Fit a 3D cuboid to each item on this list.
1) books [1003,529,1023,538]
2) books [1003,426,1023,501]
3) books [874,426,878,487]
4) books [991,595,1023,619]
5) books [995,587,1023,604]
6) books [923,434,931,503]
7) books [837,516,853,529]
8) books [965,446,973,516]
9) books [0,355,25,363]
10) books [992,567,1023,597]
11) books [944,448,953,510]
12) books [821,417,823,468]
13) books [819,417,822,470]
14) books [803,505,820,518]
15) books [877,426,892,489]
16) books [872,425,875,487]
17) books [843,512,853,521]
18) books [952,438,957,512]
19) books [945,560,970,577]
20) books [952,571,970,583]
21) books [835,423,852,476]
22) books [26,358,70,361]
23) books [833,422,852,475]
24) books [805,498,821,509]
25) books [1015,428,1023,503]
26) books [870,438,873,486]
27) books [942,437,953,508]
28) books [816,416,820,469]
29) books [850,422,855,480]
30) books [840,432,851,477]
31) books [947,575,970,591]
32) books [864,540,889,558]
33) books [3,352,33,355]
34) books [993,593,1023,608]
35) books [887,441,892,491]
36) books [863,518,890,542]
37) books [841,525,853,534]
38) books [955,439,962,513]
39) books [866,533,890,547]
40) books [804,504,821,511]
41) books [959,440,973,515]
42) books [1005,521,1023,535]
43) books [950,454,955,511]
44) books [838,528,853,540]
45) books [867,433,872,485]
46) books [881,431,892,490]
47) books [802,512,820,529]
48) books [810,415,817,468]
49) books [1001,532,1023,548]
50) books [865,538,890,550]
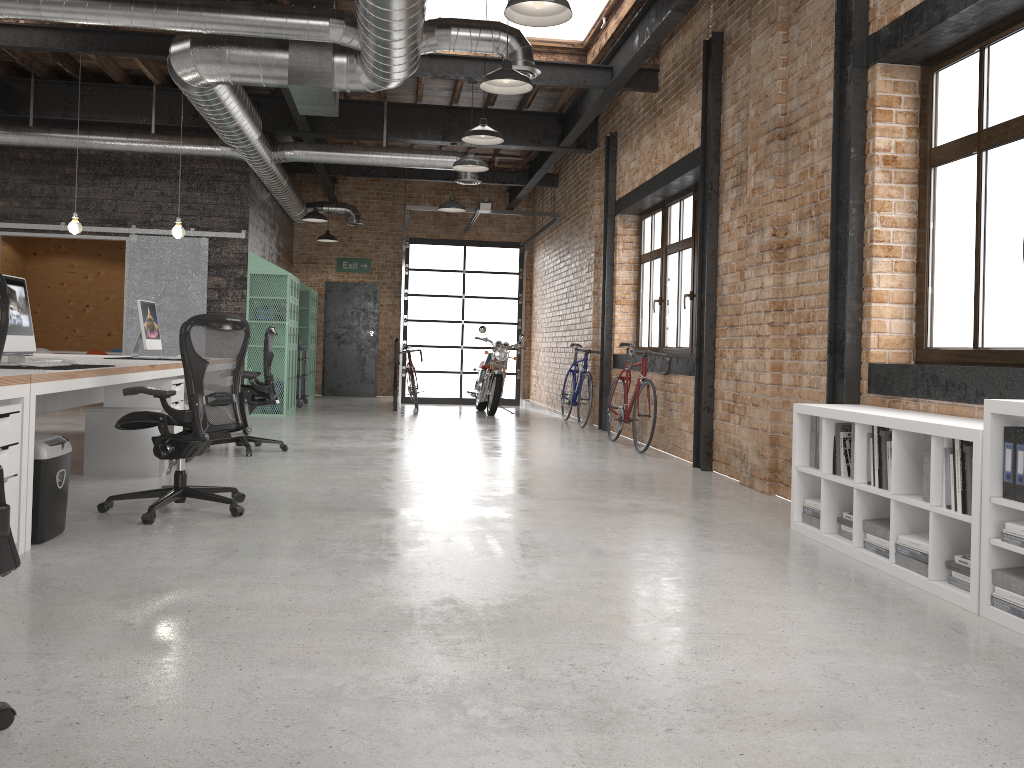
[{"bbox_3d":[1.887,0.523,3.063,0.219,0.034,0.260,1,2,-8],"label":"books"},{"bbox_3d":[1.911,0.289,3.222,0.232,0.261,0.062,2,-1,-8],"label":"books"},{"bbox_3d":[1.811,0.321,4.099,0.259,0.353,0.070,2,-1,-3],"label":"books"},{"bbox_3d":[1.869,0.788,3.115,0.207,0.061,0.274,1,2,-8],"label":"books"},{"bbox_3d":[1.874,0.744,3.103,0.214,0.046,0.251,1,2,-8],"label":"books"},{"bbox_3d":[1.862,0.338,3.702,0.259,0.351,0.065,2,-1,-3],"label":"books"},{"bbox_3d":[1.769,0.684,4.350,0.222,0.055,0.282,1,2,-7],"label":"books"},{"bbox_3d":[1.864,0.384,3.414,0.221,0.283,0.061,2,-1,-3],"label":"books"},{"bbox_3d":[-3.097,-0.152,5.349,0.200,0.050,0.272,1,2,-10],"label":"books"},{"bbox_3d":[1.877,0.707,3.122,0.217,0.078,0.291,1,2,-8],"label":"books"},{"bbox_3d":[1.830,0.388,3.545,0.182,0.262,0.056,2,-1,-3],"label":"books"},{"bbox_3d":[1.754,0.322,4.643,0.259,0.305,0.040,2,-1,-3],"label":"books"},{"bbox_3d":[1.752,0.316,4.665,0.265,0.315,0.025,2,-1,-3],"label":"books"},{"bbox_3d":[1.686,0.668,4.646,0.207,0.067,0.275,1,2,-8],"label":"books"},{"bbox_3d":[1.815,0.321,4.069,0.271,0.354,0.063,2,-1,-3],"label":"books"},{"bbox_3d":[1.806,0.318,4.122,0.258,0.355,0.049,2,-1,-3],"label":"books"},{"bbox_3d":[1.769,0.652,4.326,0.199,0.054,0.240,1,2,-7],"label":"books"},{"bbox_3d":[1.872,0.344,3.501,0.258,0.355,0.049,2,-1,-3],"label":"books"},{"bbox_3d":[1.870,0.722,3.435,0.222,0.055,0.282,1,2,-7],"label":"books"},{"bbox_3d":[1.847,0.750,3.419,0.163,0.047,0.239,1,2,-7],"label":"books"},{"bbox_3d":[1.747,0.339,4.471,0.221,0.283,0.061,2,-1,-3],"label":"books"},{"bbox_3d":[-3.186,-0.168,6.109,0.243,0.019,0.205,3,3,30],"label":"books"},{"bbox_3d":[1.764,0.303,4.505,0.271,0.354,0.063,2,-1,-3],"label":"books"},{"bbox_3d":[1.691,0.624,4.635,0.214,0.052,0.252,1,2,-8],"label":"books"},{"bbox_3d":[1.920,0.292,3.159,0.232,0.261,0.062,2,-1,-8],"label":"books"},{"bbox_3d":[1.760,0.374,4.135,0.162,0.240,0.054,2,-1,-3],"label":"books"},{"bbox_3d":[1.872,0.366,3.586,0.259,0.305,0.040,2,-1,-3],"label":"books"},{"bbox_3d":[1.744,0.305,4.697,0.249,0.333,0.060,2,-1,-3],"label":"books"},{"bbox_3d":[1.795,0.312,4.323,0.259,0.351,0.065,2,-1,-3],"label":"books"},{"bbox_3d":[1.747,0.362,4.435,0.197,0.240,0.058,2,-1,-3],"label":"books"},{"bbox_3d":[1.852,0.779,3.433,0.184,0.049,0.261,1,2,-7],"label":"books"},{"bbox_3d":[1.768,0.749,4.030,0.207,0.061,0.274,1,2,-8],"label":"books"},{"bbox_3d":[-3.076,-0.200,5.367,0.193,0.044,0.257,2,2,10],"label":"books"},{"bbox_3d":[1.874,0.762,3.107,0.219,0.034,0.260,1,2,-8],"label":"books"},{"bbox_3d":[1.798,0.381,3.999,0.197,0.240,0.058,2,-1,-3],"label":"books"},{"bbox_3d":[1.776,0.669,4.037,0.217,0.078,0.291,1,2,-8],"label":"books"},{"bbox_3d":[1.746,0.712,4.334,0.163,0.047,0.239,1,2,-7],"label":"books"},{"bbox_3d":[1.877,0.347,3.478,0.259,0.353,0.070,2,-1,-3],"label":"books"},{"bbox_3d":[1.773,0.706,4.018,0.214,0.046,0.251,1,2,-8],"label":"books"},{"bbox_3d":[1.691,0.642,4.639,0.219,0.039,0.260,1,2,-8],"label":"books"},{"bbox_3d":[1.881,0.347,3.448,0.271,0.354,0.063,2,-1,-3],"label":"books"},{"bbox_3d":[1.887,0.505,3.059,0.214,0.046,0.251,1,2,-8],"label":"books"},{"bbox_3d":[1.826,0.400,3.513,0.162,0.240,0.054,2,-1,-3],"label":"books"},{"bbox_3d":[1.751,0.741,4.348,0.184,0.049,0.261,1,2,-7],"label":"books"},{"bbox_3d":[1.764,0.362,4.166,0.182,0.262,0.056,2,-1,-3],"label":"books"},{"bbox_3d":[1.798,0.358,4.035,0.221,0.283,0.061,2,-1,-3],"label":"books"},{"bbox_3d":[1.690,0.719,4.653,0.217,0.072,0.290,1,2,-8],"label":"books"},{"bbox_3d":[1.744,0.294,4.759,0.259,0.351,0.065,2,-1,-3],"label":"books"},{"bbox_3d":[1.882,0.549,3.070,0.207,0.061,0.274,1,2,-8],"label":"books"},{"bbox_3d":[1.773,0.724,4.022,0.219,0.034,0.260,1,2,-8],"label":"books"}]
